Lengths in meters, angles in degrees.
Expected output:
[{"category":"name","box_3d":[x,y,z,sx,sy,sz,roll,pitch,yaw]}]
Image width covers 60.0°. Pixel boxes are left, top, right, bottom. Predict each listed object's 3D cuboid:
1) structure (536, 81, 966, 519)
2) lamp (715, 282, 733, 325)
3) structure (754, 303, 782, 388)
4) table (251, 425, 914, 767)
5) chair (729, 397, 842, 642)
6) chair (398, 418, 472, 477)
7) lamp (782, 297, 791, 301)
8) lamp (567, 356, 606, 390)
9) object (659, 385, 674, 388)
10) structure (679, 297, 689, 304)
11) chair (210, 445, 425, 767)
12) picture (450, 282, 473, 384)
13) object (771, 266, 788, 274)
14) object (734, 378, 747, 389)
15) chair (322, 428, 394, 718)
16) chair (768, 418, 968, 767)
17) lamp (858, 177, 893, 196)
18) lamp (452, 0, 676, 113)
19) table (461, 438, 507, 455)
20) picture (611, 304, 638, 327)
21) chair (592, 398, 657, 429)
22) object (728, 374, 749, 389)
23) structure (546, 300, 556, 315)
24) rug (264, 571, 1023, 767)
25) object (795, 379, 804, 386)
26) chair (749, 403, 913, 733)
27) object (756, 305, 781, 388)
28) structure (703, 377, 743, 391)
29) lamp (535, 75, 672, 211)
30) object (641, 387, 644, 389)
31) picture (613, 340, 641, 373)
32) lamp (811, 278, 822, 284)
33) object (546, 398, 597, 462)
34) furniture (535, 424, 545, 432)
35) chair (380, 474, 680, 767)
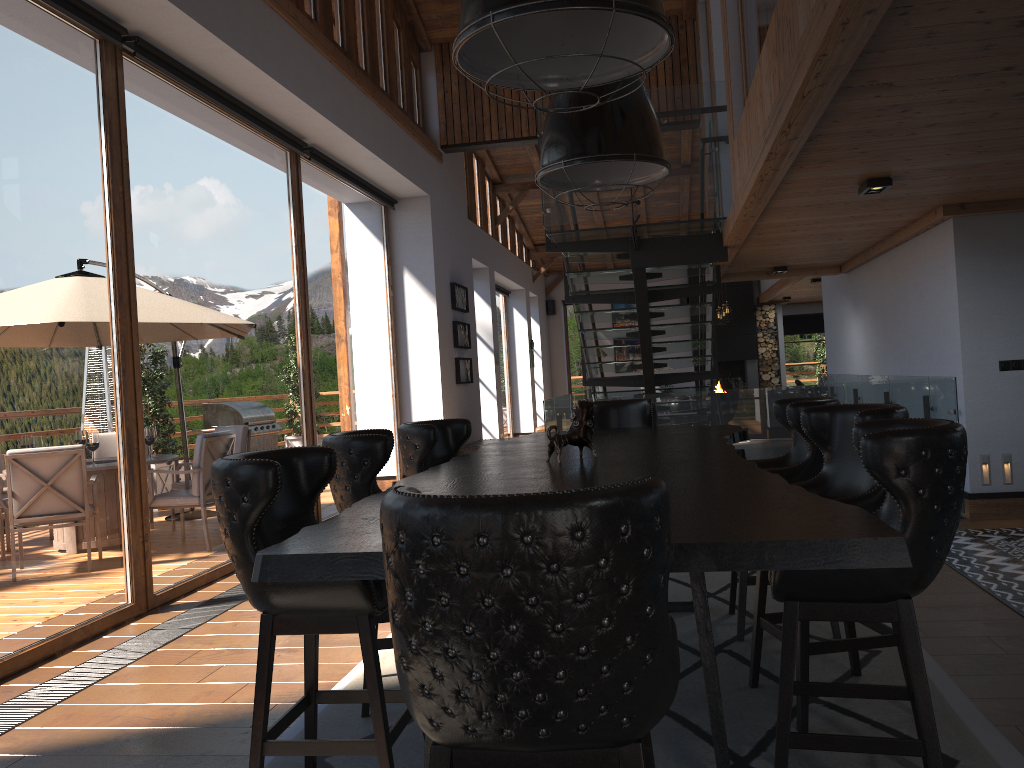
[{"category":"structure","box_3d":[-0.534,0.874,9.156,9.176,6.399,11.067,-3,0,9]},{"category":"lamp","box_3d":[4.106,-2.287,17.578,0.261,2.202,0.803,-3,0,1]},{"category":"structure","box_3d":[5.773,-0.479,19.987,0.500,2.617,0.514,-4,0,9]},{"category":"table","box_3d":[0.384,0.771,3.607,1.424,0.950,3.811,-3,0,10]},{"category":"chair","box_3d":[1.304,0.621,4.231,0.566,1.092,0.506,-4,0,8]},{"category":"chair","box_3d":[-0.249,0.724,4.408,0.564,1.092,0.508,-4,0,18]},{"category":"lamp","box_3d":[5.917,-1.845,19.100,0.155,0.068,0.262,-3,0,9]},{"category":"lamp","box_3d":[1.685,0.132,19.692,0.521,1.899,1.336,-4,0,30]},{"category":"object","box_3d":[3.546,0.199,20.300,0.337,0.455,0.337,-4,0,35]},{"category":"structure","box_3d":[3.967,-1.983,20.433,0.213,0.349,0.214,-4,0,9]},{"category":"chair","box_3d":[-0.568,0.742,2.647,0.566,1.092,0.506,-4,0,8]},{"category":"picture","box_3d":[-0.663,-0.659,11.789,0.059,1.312,0.777,-4,0,10]},{"category":"object","box_3d":[3.110,-1.330,10.316,0.155,0.068,0.262,-3,0,9]},{"category":"object","box_3d":[5.057,0.370,19.582,0.311,1.018,0.304,-3,0,-35]},{"category":"chair","box_3d":[-0.453,0.731,3.607,0.570,1.092,0.502,-3,0,-7]},{"category":"chair","box_3d":[0.986,0.658,2.469,0.564,1.092,0.508,-4,0,18]},{"category":"lamp","box_3d":[2.302,-1.260,5.624,0.155,0.068,0.262,-3,0,9]},{"category":"lamp","box_3d":[0.011,-3.122,2.493,0.629,4.685,0.614,-3,-1,-36]},{"category":"table","box_3d":[-0.208,0.997,11.749,0.681,0.470,1.259,-3,0,9]},{"category":"picture","box_3d":[2.768,-1.679,20.691,0.876,0.816,0.036,-3,0,8]},{"category":"chair","box_3d":[0.692,0.652,5.585,0.502,1.092,0.570,-4,0,8]},{"category":"object","box_3d":[4.361,0.166,16.921,0.403,0.808,0.625,-4,0,20]},{"category":"structure","box_3d":[0.917,-1.801,20.886,0.213,0.349,0.214,-4,0,9]},{"category":"rug","box_3d":[0.527,1.217,3.915,2.542,0.047,5.653,-3,0,9]},{"category":"object","box_3d":[6.126,0.052,18.835,0.251,0.319,0.147,-3,0,-40]},{"category":"chair","box_3d":[1.189,0.633,3.271,0.570,1.092,0.502,-3,0,-7]},{"category":"object","box_3d":[5.768,-0.472,19.998,0.492,2.612,0.468,-4,0,9]},{"category":"structure","box_3d":[4.730,0.135,20.010,0.979,0.514,0.184,-3,0,8]},{"category":"lamp","box_3d":[0.282,-3.145,4.069,0.629,4.685,0.614,-3,-1,-36]},{"category":"object","box_3d":[3.105,0.199,20.300,0.261,0.532,0.423,-3,0,-22]},{"category":"picture","box_3d":[2.829,-0.686,20.684,0.876,0.816,0.036,-3,0,8]},{"category":"lamp","box_3d":[5.268,-1.789,15.345,0.155,0.068,0.262,-3,0,9]},{"category":"object","box_3d":[0.234,0.186,3.580,0.223,0.253,0.115,-3,0,-28]},{"category":"furniture","box_3d":[1.082,0.911,16.565,1.171,0.437,2.770,-3,0,10]},{"category":"chair","box_3d":[0.060,0.709,1.593,0.502,1.092,0.570,-4,0,8]}]
